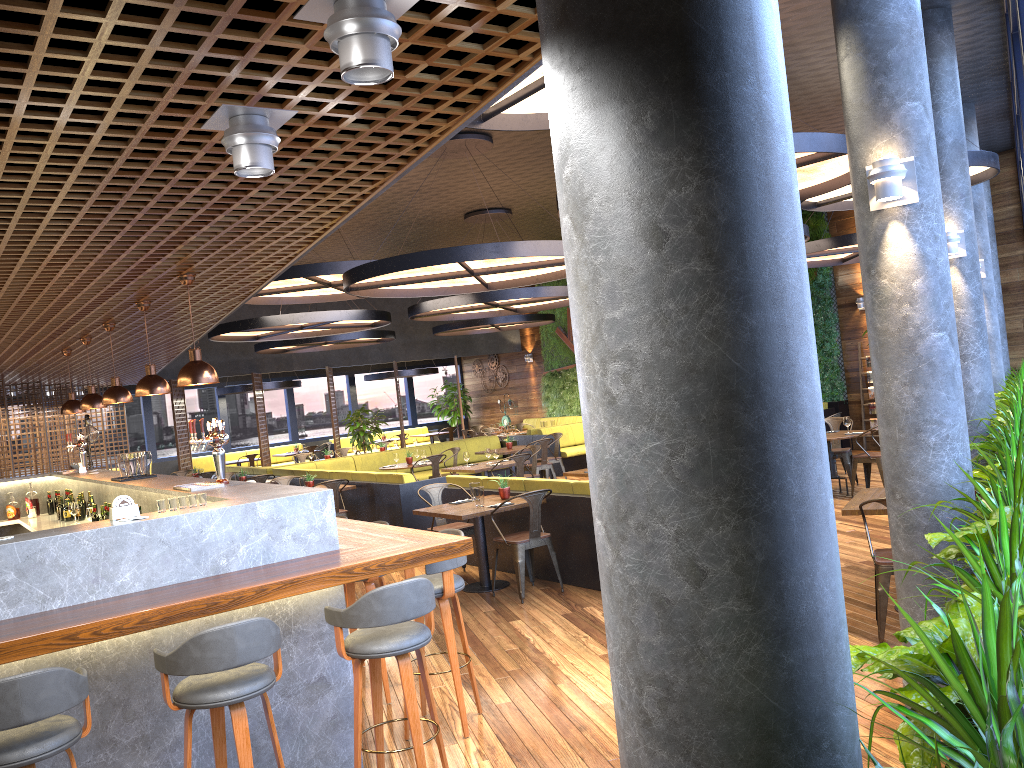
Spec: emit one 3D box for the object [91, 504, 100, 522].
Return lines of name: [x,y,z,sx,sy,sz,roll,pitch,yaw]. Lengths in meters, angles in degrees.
object: [-3.559,1.154,7.579,0.063,0.254,0.063,-6,0,-37]

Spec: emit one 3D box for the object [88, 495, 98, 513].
object: [-4.296,1.253,9.081,0.088,0.224,0.088,-6,0,-40]

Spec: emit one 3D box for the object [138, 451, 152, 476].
object: [-2.939,0.647,7.112,0.105,0.209,0.105,-6,0,0]

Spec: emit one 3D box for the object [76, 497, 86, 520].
object: [-4.406,1.265,9.040,0.088,0.224,0.088,-6,0,-5]

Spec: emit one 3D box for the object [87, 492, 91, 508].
object: [-4.394,1.249,9.244,0.063,0.254,0.063,-6,0,28]

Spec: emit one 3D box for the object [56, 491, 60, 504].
object: [-5.093,1.328,9.984,0.063,0.254,0.063,-6,0,-42]

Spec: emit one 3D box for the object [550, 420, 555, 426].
object: [0.920,0.899,19.819,0.102,0.178,0.102,-6,0,41]

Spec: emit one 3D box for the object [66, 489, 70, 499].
object: [-5.023,1.320,10.059,0.063,0.254,0.063,-6,0,28]

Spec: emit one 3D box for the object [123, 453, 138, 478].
object: [-3.034,0.657,7.060,0.105,0.209,0.105,-6,0,0]

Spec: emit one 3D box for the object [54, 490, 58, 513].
object: [-5.191,1.339,10.121,0.063,0.254,0.063,-6,0,8]

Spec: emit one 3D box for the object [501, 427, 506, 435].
object: [-0.173,1.018,19.188,0.102,0.178,0.102,-6,0,41]

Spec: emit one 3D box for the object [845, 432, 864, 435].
object: [4.197,0.605,10.905,0.255,0.019,0.157,-6,0,42]

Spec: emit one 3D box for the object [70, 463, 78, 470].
object: [-4.895,0.927,10.008,0.177,0.091,0.091,-6,0,30]

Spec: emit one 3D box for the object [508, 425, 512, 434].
object: [-0.039,1.004,19.463,0.102,0.178,0.102,-6,0,41]

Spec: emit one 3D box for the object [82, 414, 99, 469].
object: [-5.483,0.867,11.522,0.263,0.944,0.566,-6,0,-42]

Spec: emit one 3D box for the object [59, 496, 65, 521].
object: [-4.598,1.271,9.072,0.063,0.254,0.063,-6,0,18]

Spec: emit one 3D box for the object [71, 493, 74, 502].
object: [-4.590,1.271,9.272,0.063,0.254,0.063,-6,0,28]

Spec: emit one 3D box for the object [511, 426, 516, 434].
object: [0.046,0.994,19.109,0.102,0.178,0.102,-6,0,1]

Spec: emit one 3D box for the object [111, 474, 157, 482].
object: [-3.061,0.756,7.172,0.273,0.019,0.437,-6,0,-35]

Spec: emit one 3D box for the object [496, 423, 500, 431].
object: [-0.334,1.040,21.332,0.102,0.178,0.102,-6,0,1]

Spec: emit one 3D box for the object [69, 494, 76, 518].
object: [-4.540,1.265,9.132,0.063,0.254,0.063,-6,0,-7]

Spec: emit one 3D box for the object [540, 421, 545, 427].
object: [0.692,0.924,19.970,0.102,0.178,0.102,-6,0,41]

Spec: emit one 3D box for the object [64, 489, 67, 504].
object: [-5.105,1.330,10.179,0.063,0.254,0.063,-6,0,28]

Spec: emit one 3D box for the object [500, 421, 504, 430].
object: [-0.254,0.984,21.156,0.238,0.271,0.260,-6,0,-13]

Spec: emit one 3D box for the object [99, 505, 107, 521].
object: [-3.393,1.135,7.365,0.063,0.254,0.063,-6,0,-32]

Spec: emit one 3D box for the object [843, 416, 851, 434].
object: [4.190,0.512,11.079,0.097,0.206,0.097,-6,0,42]

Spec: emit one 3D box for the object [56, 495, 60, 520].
object: [-4.688,1.281,9.193,0.063,0.254,0.063,-6,0,8]

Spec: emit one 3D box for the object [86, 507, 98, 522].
object: [-3.694,1.193,7.807,0.097,0.206,0.097,-6,0,15]

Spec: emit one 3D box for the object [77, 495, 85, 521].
object: [-4.327,1.241,8.889,0.063,0.254,0.063,-6,0,43]

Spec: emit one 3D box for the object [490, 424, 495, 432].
object: [-0.458,1.053,21.153,0.102,0.178,0.102,-6,0,41]

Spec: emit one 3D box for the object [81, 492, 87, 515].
object: [-4.501,1.261,9.313,0.063,0.254,0.063,-6,0,-37]

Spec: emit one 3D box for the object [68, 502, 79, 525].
object: [-4.262,1.257,8.634,0.097,0.206,0.097,-6,0,-3]

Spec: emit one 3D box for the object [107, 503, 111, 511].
object: [-3.398,1.136,7.508,0.063,0.254,0.063,-6,0,-42]

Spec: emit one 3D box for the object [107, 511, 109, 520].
object: [-3.221,1.130,7.117,0.088,0.224,0.088,-6,0,-5]

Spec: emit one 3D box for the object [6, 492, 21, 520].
object: [-5.547,1.353,9.854,0.133,0.301,0.133,-6,0,-29]

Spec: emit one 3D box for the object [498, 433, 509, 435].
object: [-0.171,1.099,19.514,0.157,0.019,0.255,-6,0,-35]

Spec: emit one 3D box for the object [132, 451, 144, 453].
object: [-3.075,0.662,7.318,0.105,0.209,0.105,-6,0,0]

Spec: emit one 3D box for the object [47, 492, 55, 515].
object: [-5.174,1.337,9.940,0.063,0.254,0.063,-6,0,43]

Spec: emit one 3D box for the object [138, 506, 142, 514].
object: [-3.036,1.110,7.242,0.088,0.224,0.088,-6,0,20]

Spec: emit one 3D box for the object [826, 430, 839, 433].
object: [4.122,0.615,11.439,0.157,0.019,0.255,-6,0,32]

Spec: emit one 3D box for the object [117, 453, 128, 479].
object: [-3.166,0.672,7.247,0.105,0.209,0.105,-6,0,0]

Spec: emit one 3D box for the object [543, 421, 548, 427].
object: [0.741,0.918,19.591,0.102,0.178,0.102,-6,0,1]

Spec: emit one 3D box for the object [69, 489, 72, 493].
object: [-4.941,1.311,9.951,0.063,0.254,0.063,-6,0,-7]

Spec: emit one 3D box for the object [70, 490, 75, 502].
object: [-4.884,1.305,9.847,0.063,0.254,0.063,-6,0,28]

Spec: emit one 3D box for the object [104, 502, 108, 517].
object: [-3.488,1.146,7.636,0.063,0.254,0.063,-6,0,28]

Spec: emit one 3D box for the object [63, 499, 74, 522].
object: [-4.487,1.274,8.964,0.088,0.224,0.088,-6,0,10]

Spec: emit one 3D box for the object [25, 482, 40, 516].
object: [-5.374,1.292,9.933,0.133,0.385,0.133,-6,0,5]

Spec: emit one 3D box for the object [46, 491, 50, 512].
object: [-5.240,1.345,10.051,0.063,0.254,0.063,-6,0,-42]

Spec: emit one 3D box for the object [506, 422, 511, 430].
object: [-0.077,1.011,21.200,0.102,0.178,0.102,-6,0,1]

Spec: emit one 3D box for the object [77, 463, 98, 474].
object: [-4.293,0.851,9.092,0.200,0.106,0.766,-6,0,-35]

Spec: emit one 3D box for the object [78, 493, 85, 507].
object: [-4.467,1.257,9.193,0.063,0.254,0.063,-6,0,-32]

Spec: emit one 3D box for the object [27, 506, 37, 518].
object: [-5.305,1.417,9.798,0.088,0.123,0.088,-6,0,-29]

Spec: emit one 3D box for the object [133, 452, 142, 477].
object: [-3.046,0.659,7.183,0.105,0.209,0.105,-6,0,0]

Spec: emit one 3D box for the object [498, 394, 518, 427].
object: [-0.063,1.062,24.044,0.459,1.615,0.848,-6,0,-35]
